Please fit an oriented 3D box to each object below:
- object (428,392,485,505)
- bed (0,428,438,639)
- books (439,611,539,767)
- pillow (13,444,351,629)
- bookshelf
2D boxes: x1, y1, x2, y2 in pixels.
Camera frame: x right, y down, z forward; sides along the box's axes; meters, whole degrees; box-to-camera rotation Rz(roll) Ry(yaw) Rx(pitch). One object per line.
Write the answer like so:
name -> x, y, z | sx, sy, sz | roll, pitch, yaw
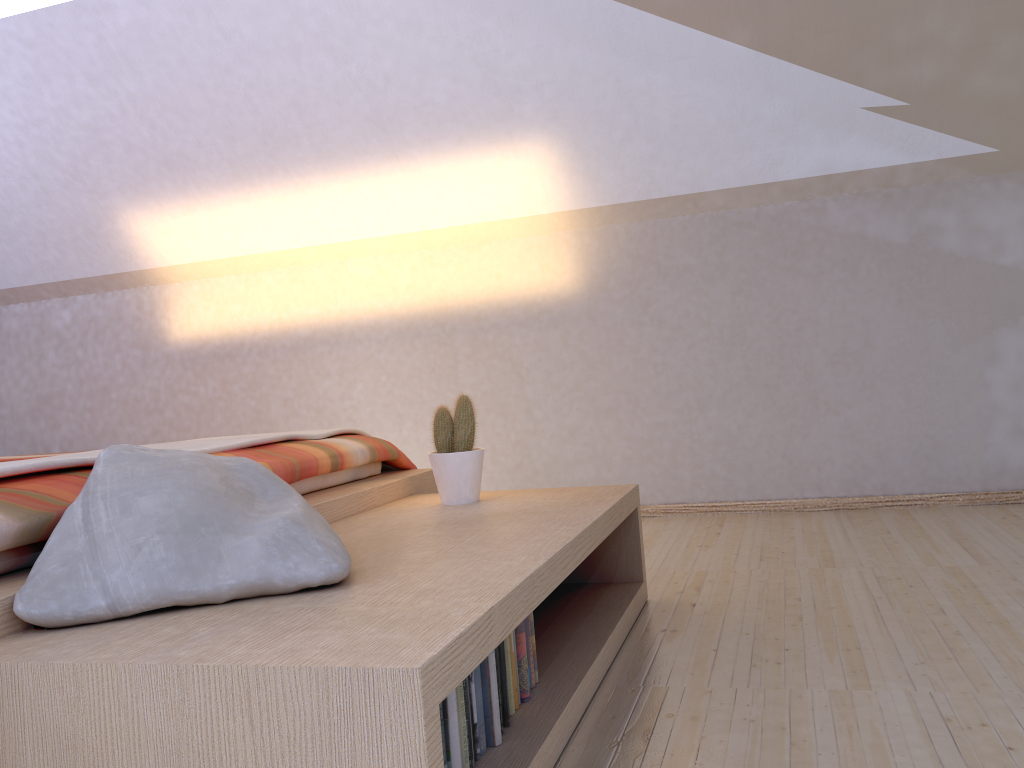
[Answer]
object -> -0.142, 0.162, 2.255 | 0.144, 0.294, 0.144 | -5, 0, 42
bed -> -1.945, 0.256, 2.241 | 3.009, 0.994, 2.087 | -5, 0, 17
books -> -0.112, 0.447, 1.297 | 0.157, 0.193, 0.652 | -5, 0, 17
pillow -> -0.526, 0.216, 1.481 | 0.470, 0.241, 0.498 | -5, 0, -18
bookshelf -> -0.175, 0.453, 1.713 | 0.643, 0.303, 1.495 | -5, 0, 17
